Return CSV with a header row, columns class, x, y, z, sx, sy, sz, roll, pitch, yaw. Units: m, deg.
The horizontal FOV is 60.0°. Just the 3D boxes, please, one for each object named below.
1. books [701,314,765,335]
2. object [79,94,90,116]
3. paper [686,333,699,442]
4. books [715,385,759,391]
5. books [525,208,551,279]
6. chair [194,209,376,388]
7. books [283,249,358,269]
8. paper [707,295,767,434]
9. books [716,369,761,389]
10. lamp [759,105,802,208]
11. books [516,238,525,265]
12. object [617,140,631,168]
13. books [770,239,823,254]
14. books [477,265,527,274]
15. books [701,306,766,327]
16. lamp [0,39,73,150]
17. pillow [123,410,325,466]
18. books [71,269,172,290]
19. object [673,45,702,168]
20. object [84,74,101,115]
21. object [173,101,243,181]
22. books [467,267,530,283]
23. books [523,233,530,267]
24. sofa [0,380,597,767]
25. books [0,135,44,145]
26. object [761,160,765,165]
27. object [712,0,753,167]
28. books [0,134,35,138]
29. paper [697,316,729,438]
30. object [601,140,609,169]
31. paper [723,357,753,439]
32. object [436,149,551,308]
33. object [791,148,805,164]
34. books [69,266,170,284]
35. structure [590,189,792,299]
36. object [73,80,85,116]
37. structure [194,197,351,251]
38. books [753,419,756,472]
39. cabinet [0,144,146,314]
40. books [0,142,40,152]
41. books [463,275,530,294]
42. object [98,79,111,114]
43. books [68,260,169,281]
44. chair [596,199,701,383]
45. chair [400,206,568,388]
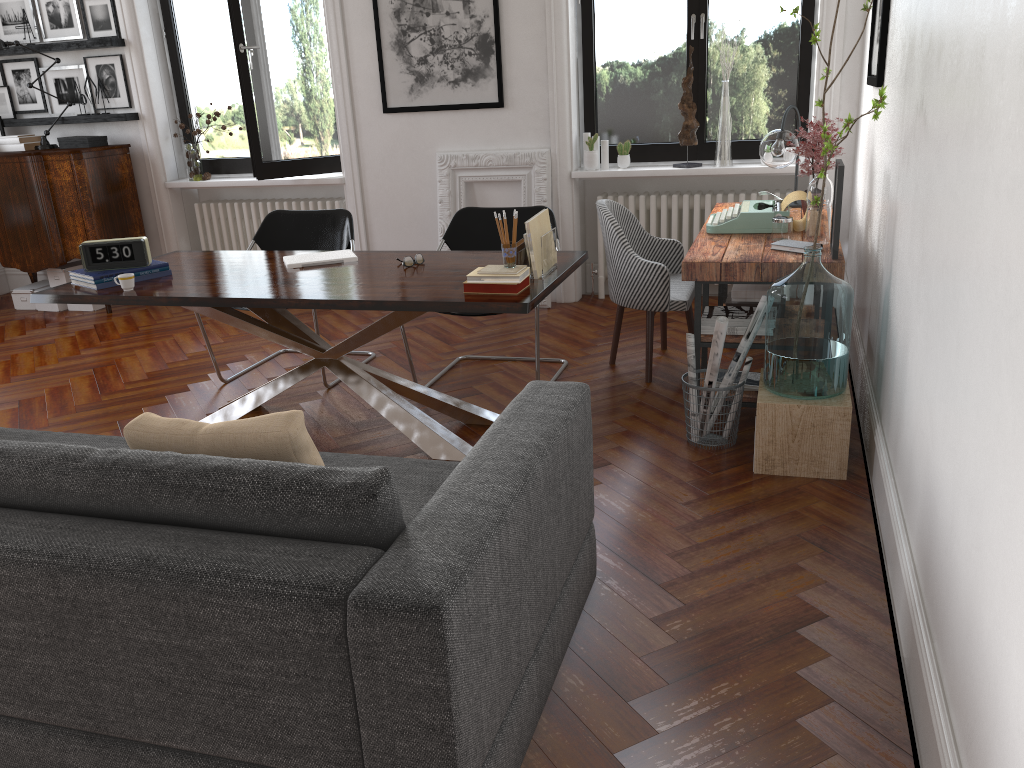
class,x,y,z,sx,sy,sz,roll,pitch,yaw
books,0.997,-0.266,3.948,0.308,0.038,0.224,2,20,16
object,-3.279,-2.139,6.794,0.066,0.162,0.040,3,21,17
paper,0.767,0.021,3.758,0.033,0.482,0.073,-17,24,-33
books,1.041,-0.010,4.073,0.268,0.014,0.195,2,20,16
books,0.119,-0.577,3.630,0.043,0.241,0.308,3,20,17
chair,-1.242,-0.481,4.938,0.752,0.878,0.741,3,20,17
books,-0.904,-0.588,4.176,0.325,0.026,0.229,-9,20,-16
paper,0.941,-0.066,3.753,0.294,0.630,0.047,0,20,10
books,1.040,-0.025,4.067,0.267,0.014,0.195,7,21,27
lamp,1.519,-1.248,4.887,0.207,0.554,0.439,13,25,38
books,0.031,-0.520,3.654,0.028,0.125,0.219,3,20,17
object,0.762,-1.563,6.019,0.097,0.187,0.098,13,25,38
books,1.220,-0.601,3.849,0.128,0.031,0.212,-16,23,-33
books,-0.037,-0.437,3.379,0.159,0.008,0.127,3,20,18
books,1.006,-0.301,3.941,0.308,0.038,0.224,3,20,17
lamp,-3.609,-2.188,6.704,0.490,0.808,0.173,-9,21,-16
pillow,-0.652,0.256,2.172,0.486,0.463,0.224,3,20,17
books,-1.765,-0.485,4.007,0.263,0.027,0.346,13,25,40
object,1.142,-1.789,5.744,0.142,0.759,0.164,-14,22,-28
object,-3.215,-2.213,6.785,0.118,0.301,0.040,3,21,17
object,-2.358,-1.896,6.883,0.541,0.603,0.315,-7,20,-11
books,-0.050,-0.416,3.379,0.207,0.029,0.163,2,19,15
books,0.086,-0.553,3.672,0.041,0.158,0.127,3,20,17
sofa,-1.178,0.390,2.571,2.644,0.834,1.254,3,20,17
books,-3.780,-1.873,6.808,0.239,0.044,0.253,3,20,17
object,1.635,-1.476,5.695,0.072,0.135,0.071,14,26,40
object,1.392,-1.911,5.590,0.295,1.061,0.287,4,21,20
books,-3.792,-1.894,6.780,0.200,0.014,0.178,3,20,17
paper,0.809,-0.011,3.611,0.047,0.614,0.328,-4,20,-2
object,0.630,-1.554,6.011,0.051,0.189,0.051,-18,24,-35
paper,0.945,0.066,3.727,0.125,0.391,0.025,13,25,37
object,-0.132,-1.074,6.195,0.830,1.069,0.232,3,21,17
object,1.825,-1.478,5.727,0.134,0.098,0.131,-7,20,-11
books,-1.762,-0.502,3.985,0.249,0.017,0.343,13,25,40
structure,1.251,-0.938,6.170,1.453,0.784,0.224,3,21,17
object,-3.339,-2.197,6.821,0.124,0.262,0.040,3,21,17
structure,-1.877,-1.081,7.117,1.453,0.784,0.224,3,21,17
books,1.027,0.244,3.437,0.170,0.233,0.012,3,21,17
cabinet,-3.595,-1.201,6.943,1.265,1.226,0.636,3,20,17
books,-3.780,-1.824,6.820,0.294,0.057,0.228,3,20,17
books,-0.058,-0.383,3.389,0.215,0.040,0.158,3,20,19
object,-3.139,-2.201,6.796,0.110,0.264,0.040,3,21,17
books,-1.763,-0.518,3.980,0.249,0.017,0.343,13,25,40
chair,0.729,-0.521,4.700,0.547,0.906,0.711,0,20,10
chair,-0.118,-0.430,4.597,0.752,0.878,0.741,3,20,17
